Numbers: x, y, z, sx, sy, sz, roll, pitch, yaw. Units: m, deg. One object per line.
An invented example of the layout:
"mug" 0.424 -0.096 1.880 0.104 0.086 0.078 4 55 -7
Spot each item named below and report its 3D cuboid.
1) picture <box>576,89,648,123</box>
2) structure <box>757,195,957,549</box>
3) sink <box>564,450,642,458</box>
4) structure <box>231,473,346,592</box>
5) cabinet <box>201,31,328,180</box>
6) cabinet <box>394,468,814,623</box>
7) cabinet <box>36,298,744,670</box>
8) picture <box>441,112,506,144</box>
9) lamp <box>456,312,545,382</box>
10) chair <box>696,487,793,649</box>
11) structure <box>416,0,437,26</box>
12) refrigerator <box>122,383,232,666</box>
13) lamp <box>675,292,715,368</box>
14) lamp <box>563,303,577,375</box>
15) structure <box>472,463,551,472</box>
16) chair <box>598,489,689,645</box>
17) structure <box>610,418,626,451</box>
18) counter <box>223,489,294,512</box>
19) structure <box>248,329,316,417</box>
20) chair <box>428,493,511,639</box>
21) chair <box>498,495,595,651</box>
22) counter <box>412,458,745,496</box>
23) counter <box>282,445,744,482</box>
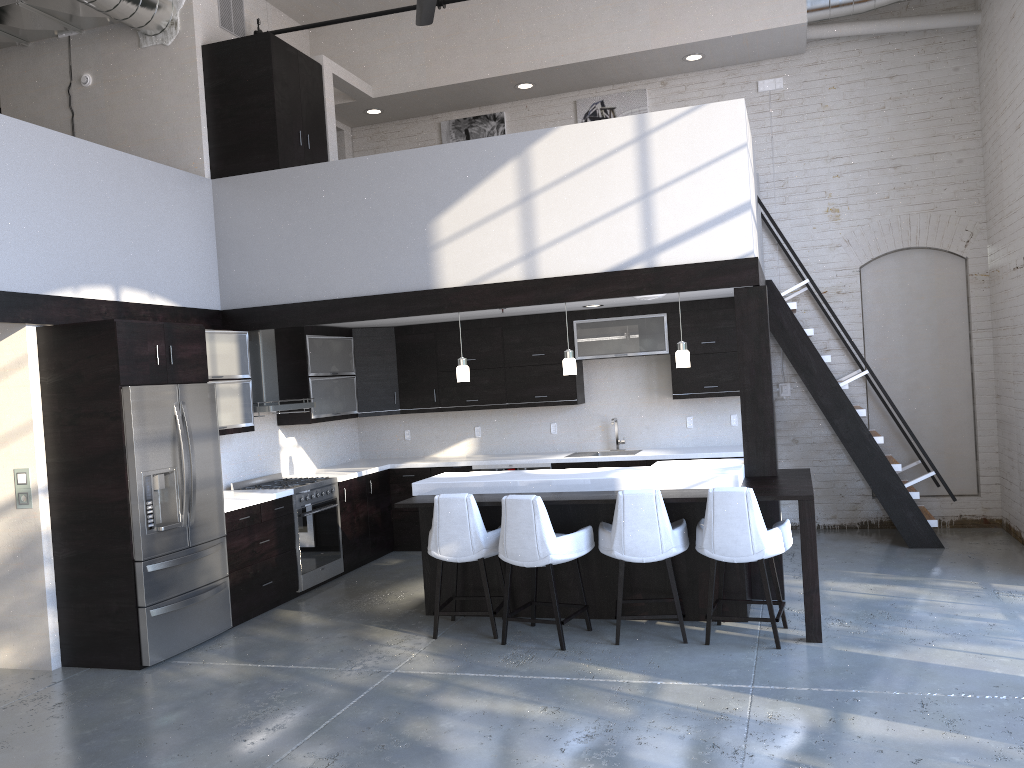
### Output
"picture" 1.060 -2.384 9.136 0.731 1.183 0.049 -3 1 18
"structure" 3.009 -0.132 8.103 1.663 3.187 0.928 -3 1 18
"sink" 0.887 0.751 8.516 0.677 0.168 0.474 -4 0 18
"structure" -1.883 1.247 7.676 0.621 0.902 0.844 -3 1 18
"cabinet" -2.102 -1.777 7.809 0.684 2.233 0.837 -3 1 18
"cabinet" 0.720 1.166 6.246 2.692 0.911 1.370 -4 1 18
"cabinet" -0.310 0.524 7.070 4.232 2.315 4.273 -4 1 18
"picture" -0.386 -2.293 9.599 0.731 1.183 0.049 -3 1 18
"lamp" -0.073 -0.354 7.806 0.124 0.623 1.951 -3 1 20
"chair" 1.396 1.092 5.406 0.579 0.984 0.501 -3 1 24
"structure" -0.622 -3.334 6.763 1.368 0.864 1.189 -4 1 8
"refrigerator" -2.493 0.908 5.998 0.821 1.773 0.852 -3 1 18
"lamp" 1.517 -0.454 7.296 0.124 0.623 1.947 -3 1 18
"lamp" 0.418 -0.379 6.679 0.100 0.623 0.100 -3 1 24
"structure" 0.121 1.151 8.823 0.784 0.790 0.782 -3 1 18
"chair" 0.832 1.127 5.582 0.579 0.984 0.501 -4 1 9
"structure" 1.015 0.498 8.682 0.149 0.328 0.224 -3 1 18
"counter" -2.229 0.903 6.846 0.676 0.047 0.919 -4 0 18
"structure" -2.110 -0.193 7.640 0.489 0.930 0.727 -3 1 18
"chair" -0.299 1.198 5.945 0.579 0.984 0.501 -3 1 14
"chair" 0.185 1.169 5.649 0.579 0.984 0.501 -3 1 29
"counter" 0.517 0.680 6.496 2.294 0.095 0.976 -4 0 18
"counter" 0.091 0.745 8.276 4.239 0.045 1.708 -4 0 18
